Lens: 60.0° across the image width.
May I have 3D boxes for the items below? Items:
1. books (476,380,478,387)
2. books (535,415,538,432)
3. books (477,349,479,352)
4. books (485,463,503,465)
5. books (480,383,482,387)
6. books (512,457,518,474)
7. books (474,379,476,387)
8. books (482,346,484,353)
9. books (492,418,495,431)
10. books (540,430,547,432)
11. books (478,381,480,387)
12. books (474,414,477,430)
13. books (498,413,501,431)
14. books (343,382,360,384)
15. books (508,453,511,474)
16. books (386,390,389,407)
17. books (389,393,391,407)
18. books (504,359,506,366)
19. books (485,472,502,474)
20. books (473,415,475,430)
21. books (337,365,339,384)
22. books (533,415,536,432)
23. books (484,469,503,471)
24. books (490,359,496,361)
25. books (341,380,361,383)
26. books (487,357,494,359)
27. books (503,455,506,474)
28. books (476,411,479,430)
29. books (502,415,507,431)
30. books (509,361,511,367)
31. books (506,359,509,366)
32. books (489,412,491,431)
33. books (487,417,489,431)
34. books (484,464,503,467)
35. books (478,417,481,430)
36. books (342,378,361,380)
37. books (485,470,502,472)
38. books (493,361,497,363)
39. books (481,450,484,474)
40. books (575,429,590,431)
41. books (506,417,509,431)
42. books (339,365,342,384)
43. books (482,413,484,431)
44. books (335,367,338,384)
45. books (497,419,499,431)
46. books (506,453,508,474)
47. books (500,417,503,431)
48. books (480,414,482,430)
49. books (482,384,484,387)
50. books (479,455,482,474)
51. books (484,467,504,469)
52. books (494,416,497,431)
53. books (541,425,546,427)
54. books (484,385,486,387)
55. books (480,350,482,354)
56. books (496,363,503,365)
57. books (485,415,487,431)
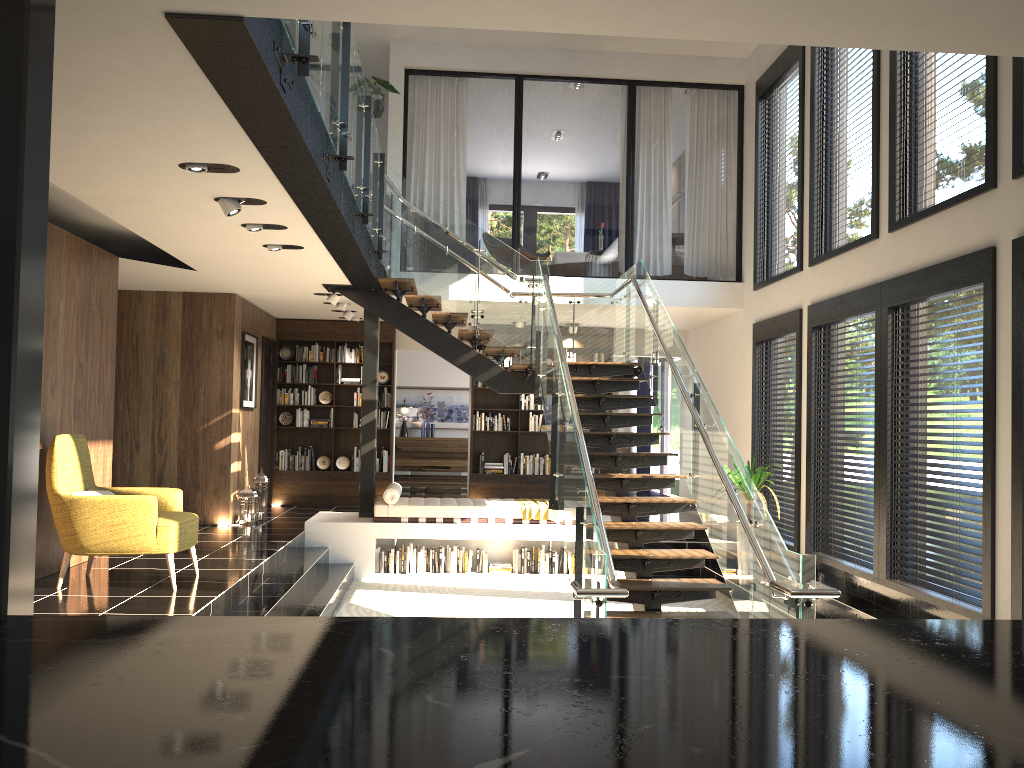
[{"bbox_3d":[-0.515,-0.036,13.069,0.037,0.177,0.109,1,-2,-4],"label":"books"},{"bbox_3d":[0.358,0.579,13.072,0.036,0.244,0.194,1,-2,-4],"label":"books"},{"bbox_3d":[-0.513,-0.388,13.094,0.032,0.250,0.167,1,-2,-4],"label":"books"},{"bbox_3d":[-0.272,1.180,13.080,0.257,0.024,0.167,1,-3,-4],"label":"books"},{"bbox_3d":[-0.457,-0.049,13.083,0.021,0.207,0.102,1,-2,-4],"label":"books"},{"bbox_3d":[0.036,1.202,13.102,0.075,0.254,0.181,1,-2,-4],"label":"books"},{"bbox_3d":[-0.549,-0.054,13.077,0.030,0.212,0.127,1,-2,-4],"label":"books"},{"bbox_3d":[-0.430,-0.407,13.082,0.028,0.290,0.170,1,-2,-4],"label":"books"},{"bbox_3d":[-0.278,0.594,13.086,0.033,0.193,0.172,1,-2,-4],"label":"books"},{"bbox_3d":[0.550,0.695,13.114,0.274,0.025,0.156,1,-3,-7],"label":"books"},{"bbox_3d":[-0.483,-0.061,13.087,0.030,0.230,0.103,1,-2,-4],"label":"books"},{"bbox_3d":[-0.541,0.566,13.086,0.028,0.237,0.134,1,-2,-4],"label":"books"},{"bbox_3d":[-0.188,0.564,13.071,0.029,0.256,0.167,1,-2,-4],"label":"books"},{"bbox_3d":[-2.352,-0.010,12.992,0.239,0.033,0.176,1,-3,-7],"label":"books"},{"bbox_3d":[-0.042,1.177,13.092,0.036,0.302,0.186,1,-2,-4],"label":"books"},{"bbox_3d":[-1.818,0.213,12.957,0.018,0.246,0.144,1,-2,-4],"label":"books"},{"bbox_3d":[-1.772,0.238,12.936,0.026,0.196,0.170,1,-2,-4],"label":"books"},{"bbox_3d":[-0.102,-0.396,13.102,0.030,0.284,0.176,1,-2,-4],"label":"books"},{"bbox_3d":[-0.275,1.310,13.091,0.247,0.026,0.148,1,-3,-5],"label":"books"},{"bbox_3d":[-0.568,0.571,13.079,0.025,0.227,0.156,1,-2,-4],"label":"books"},{"bbox_3d":[-2.527,-0.138,12.955,0.027,0.279,0.166,1,-2,-4],"label":"books"},{"bbox_3d":[0.323,0.579,13.095,0.030,0.245,0.167,1,-2,-4],"label":"books"},{"bbox_3d":[-0.274,1.261,13.088,0.271,0.025,0.156,1,-3,-3],"label":"books"},{"bbox_3d":[-0.270,-0.346,13.118,0.270,0.025,0.156,1,-3,-4],"label":"books"},{"bbox_3d":[-2.350,-0.042,12.980,0.266,0.030,0.210,1,-3,-3],"label":"books"},{"bbox_3d":[-0.269,-0.374,13.107,0.285,0.030,0.176,1,-3,-5],"label":"books"},{"bbox_3d":[-0.106,1.183,13.073,0.030,0.284,0.177,1,-2,-4],"label":"books"},{"bbox_3d":[-0.510,0.543,13.055,0.028,0.282,0.169,1,-2,-4],"label":"books"},{"bbox_3d":[-0.114,0.575,13.081,0.070,0.236,0.206,1,-2,-4],"label":"books"},{"bbox_3d":[-0.039,-0.388,13.119,0.029,0.272,0.173,1,-2,-4],"label":"books"},{"bbox_3d":[-0.070,-0.409,13.116,0.034,0.311,0.149,1,-2,-4],"label":"books"},{"bbox_3d":[-0.329,0.553,13.076,0.029,0.272,0.152,1,-2,-4],"label":"books"},{"bbox_3d":[-0.356,0.589,13.069,0.024,0.197,0.173,1,-2,-4],"label":"books"},{"bbox_3d":[-0.273,1.205,13.090,0.271,0.025,0.156,1,-3,-3],"label":"books"},{"bbox_3d":[-0.483,0.585,13.054,0.028,0.199,0.175,1,-2,-4],"label":"books"},{"bbox_3d":[-2.350,-0.067,12.989,0.264,0.021,0.189,1,-3,-6],"label":"books"},{"bbox_3d":[-0.274,1.285,13.075,0.258,0.024,0.167,1,-3,-3],"label":"books"},{"bbox_3d":[-0.270,-0.321,13.112,0.251,0.026,0.148,1,-3,0],"label":"books"},{"bbox_3d":[-0.432,1.147,13.037,0.028,0.339,0.203,1,-2,-4],"label":"books"},{"bbox_3d":[1.045,0.681,13.151,0.274,0.022,0.156,1,-3,-7],"label":"books"},{"bbox_3d":[-0.066,0.590,13.087,0.028,0.210,0.169,1,-2,-4],"label":"books"},{"bbox_3d":[-2.505,-0.137,12.961,0.016,0.278,0.209,1,-2,-4],"label":"books"},{"bbox_3d":[-0.431,0.557,13.060,0.029,0.258,0.181,1,-2,-4],"label":"books"},{"bbox_3d":[-2.556,-0.119,12.978,0.028,0.242,0.194,1,-2,-4],"label":"books"},{"bbox_3d":[-0.218,0.607,13.089,0.027,0.171,0.146,1,-2,-4],"label":"books"},{"bbox_3d":[-0.076,1.172,13.094,0.031,0.310,0.170,1,-2,-4],"label":"books"},{"bbox_3d":[-0.161,0.591,13.097,0.030,0.205,0.170,1,-2,-4],"label":"books"},{"bbox_3d":[-0.458,0.564,13.076,0.023,0.245,0.159,1,-2,-4],"label":"books"},{"bbox_3d":[-0.432,-0.072,13.085,0.029,0.254,0.128,1,-2,-4],"label":"books"},{"bbox_3d":[-0.463,1.183,13.079,0.025,0.270,0.156,1,-2,-4],"label":"books"},{"bbox_3d":[-0.272,1.232,13.075,0.287,0.030,0.176,1,-3,-6],"label":"books"},{"bbox_3d":[-0.245,0.580,13.076,0.030,0.221,0.190,1,-2,-4],"label":"books"},{"bbox_3d":[0.552,0.620,13.117,0.274,0.025,0.156,1,-3,-1],"label":"books"},{"bbox_3d":[-0.402,-0.028,13.073,0.030,0.168,0.125,1,-2,-4],"label":"books"},{"bbox_3d":[-0.460,-0.378,13.079,0.030,0.231,0.200,1,-2,-4],"label":"books"},{"bbox_3d":[-0.271,-0.295,13.111,0.273,0.025,0.156,1,-3,-6],"label":"books"},{"bbox_3d":[-0.382,0.575,13.076,0.028,0.227,0.136,1,-2,-4],"label":"books"}]
